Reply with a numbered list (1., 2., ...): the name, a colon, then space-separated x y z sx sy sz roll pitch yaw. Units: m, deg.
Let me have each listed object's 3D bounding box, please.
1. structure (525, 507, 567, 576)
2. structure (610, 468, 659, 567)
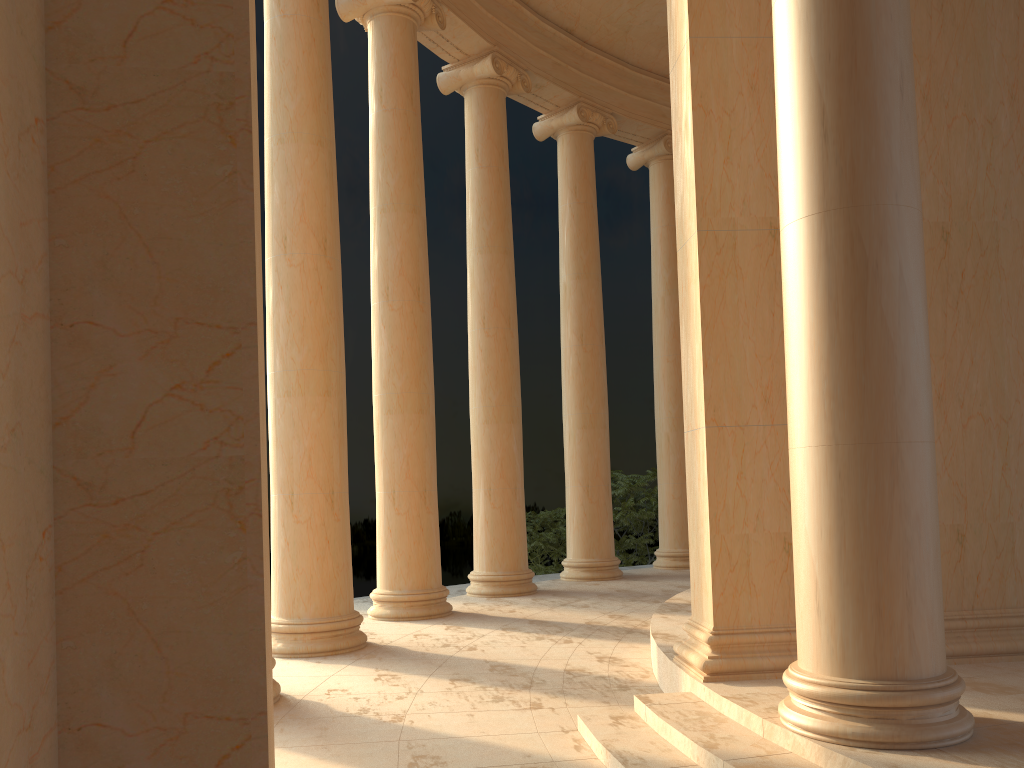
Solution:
1. structure: 48.374 307.669 1519.835 149.290 187.737 156.201 -3 -4 8
2. structure: 236.479 298.606 1606.412 247.121 298.553 238.589 -2 -4 -2
